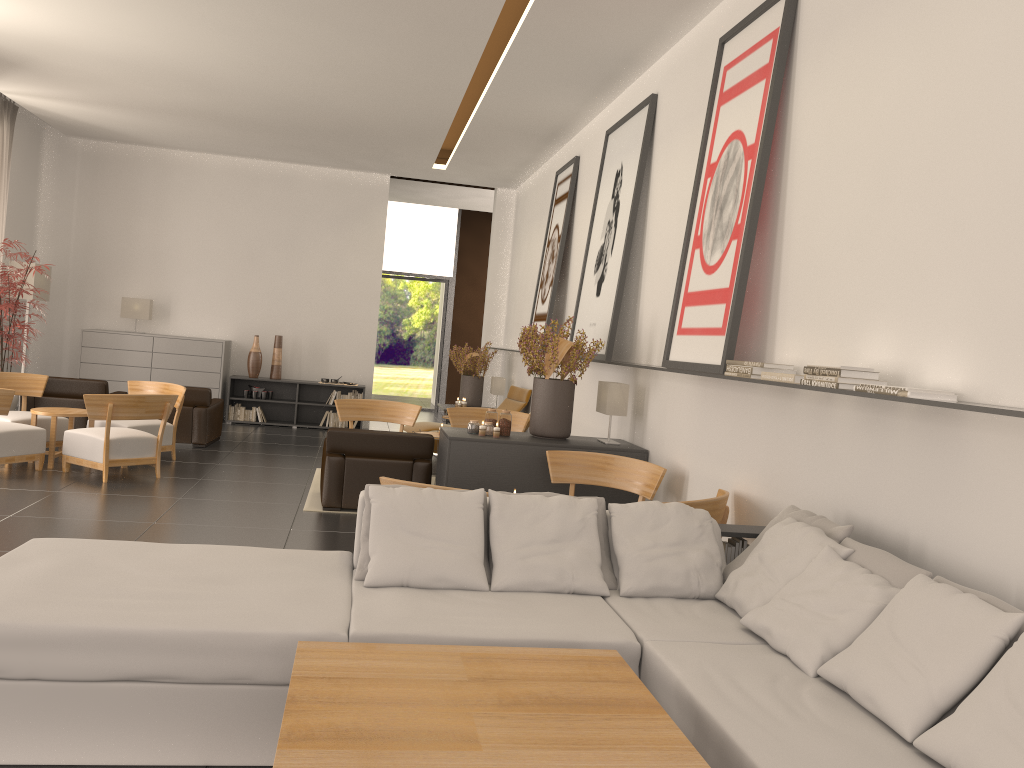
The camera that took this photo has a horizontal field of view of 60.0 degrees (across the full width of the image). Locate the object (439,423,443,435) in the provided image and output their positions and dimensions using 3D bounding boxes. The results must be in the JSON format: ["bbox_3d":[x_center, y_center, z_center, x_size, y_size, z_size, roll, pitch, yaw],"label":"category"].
[{"bbox_3d":[-1.078,0.693,13.604,0.076,0.187,0.076,6,2,29],"label":"object"}]

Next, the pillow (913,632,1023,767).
[{"bbox_3d":[2.091,1.321,3.470,0.585,0.598,0.802,5,2,-10],"label":"pillow"}]

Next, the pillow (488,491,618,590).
[{"bbox_3d":[0.274,1.090,6.191,0.918,0.591,0.558,5,2,-10],"label":"pillow"}]

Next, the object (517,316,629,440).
[{"bbox_3d":[0.742,-0.082,11.084,1.422,1.553,1.437,5,2,3],"label":"object"}]

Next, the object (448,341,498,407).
[{"bbox_3d":[-0.954,-0.236,20.298,0.928,1.553,1.586,6,2,18],"label":"object"}]

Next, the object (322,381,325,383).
[{"bbox_3d":[-4.456,-0.056,20.922,0.112,0.040,0.034,7,2,35],"label":"object"}]

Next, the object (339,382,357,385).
[{"bbox_3d":[-3.890,-0.009,21.070,0.406,0.034,0.293,7,3,38],"label":"object"}]

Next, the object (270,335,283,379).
[{"bbox_3d":[-5.511,-0.626,20.804,0.262,1.025,0.262,5,2,-6],"label":"object"}]

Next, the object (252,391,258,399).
[{"bbox_3d":[-5.943,0.255,20.491,0.135,0.178,0.136,5,2,-9],"label":"object"}]

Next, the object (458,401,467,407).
[{"bbox_3d":[-1.100,0.465,19.674,0.207,0.187,0.111,4,2,-23],"label":"object"}]

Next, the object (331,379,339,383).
[{"bbox_3d":[-4.232,-0.068,21.170,0.188,0.082,0.188,5,2,4],"label":"object"}]

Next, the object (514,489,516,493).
[{"bbox_3d":[0.023,1.094,8.461,0.080,0.187,0.080,7,2,45],"label":"object"}]

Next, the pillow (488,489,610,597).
[{"bbox_3d":[0.235,1.074,6.045,0.801,0.595,0.596,5,2,-9],"label":"pillow"}]

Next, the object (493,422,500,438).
[{"bbox_3d":[-0.182,0.544,10.565,0.080,0.187,0.080,5,2,0],"label":"object"}]

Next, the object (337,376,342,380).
[{"bbox_3d":[-4.186,-0.117,21.207,0.261,0.151,0.086,3,3,-42],"label":"object"}]

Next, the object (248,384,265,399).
[{"bbox_3d":[-5.966,0.178,20.696,0.413,0.309,0.142,5,2,5],"label":"object"}]

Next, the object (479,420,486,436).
[{"bbox_3d":[-0.353,0.527,10.613,0.076,0.187,0.076,5,2,7],"label":"object"}]

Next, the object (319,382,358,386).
[{"bbox_3d":[-4.104,-0.006,21.000,0.893,0.003,0.672,5,3,-7],"label":"object"}]

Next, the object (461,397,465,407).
[{"bbox_3d":[-1.091,0.426,19.812,0.104,0.254,0.104,6,2,40],"label":"object"}]

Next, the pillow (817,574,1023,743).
[{"bbox_3d":[1.954,1.274,4.273,0.585,0.598,0.802,5,2,-10],"label":"pillow"}]

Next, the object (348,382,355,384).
[{"bbox_3d":[-3.882,-0.033,21.082,0.014,0.015,0.515,3,3,-41],"label":"object"}]

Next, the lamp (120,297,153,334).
[{"bbox_3d":[-8.676,-1.579,20.477,0.619,0.795,0.310,5,2,-10],"label":"lamp"}]

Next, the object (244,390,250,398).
[{"bbox_3d":[-6.152,0.235,20.529,0.135,0.178,0.136,5,2,-9],"label":"object"}]

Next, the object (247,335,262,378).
[{"bbox_3d":[-5.940,-0.634,20.506,0.327,0.992,0.327,5,2,14],"label":"object"}]

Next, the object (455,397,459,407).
[{"bbox_3d":[-1.207,0.418,19.766,0.108,0.254,0.108,7,2,45],"label":"object"}]

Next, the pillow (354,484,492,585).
[{"bbox_3d":[-0.587,1.022,6.044,0.918,0.577,0.549,5,2,-10],"label":"pillow"}]

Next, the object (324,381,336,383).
[{"bbox_3d":[-4.281,-0.049,20.908,0.292,0.058,0.086,4,2,-23],"label":"object"}]

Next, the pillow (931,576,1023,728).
[{"bbox_3d":[2.091,1.304,4.297,0.549,0.581,0.919,5,2,-10],"label":"pillow"}]

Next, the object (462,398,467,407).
[{"bbox_3d":[-1.052,0.435,19.694,0.104,0.254,0.104,6,2,40],"label":"object"}]

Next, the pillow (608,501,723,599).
[{"bbox_3d":[1.082,1.148,6.201,0.797,0.580,0.626,5,2,-9],"label":"pillow"}]

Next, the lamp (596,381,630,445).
[{"bbox_3d":[1.241,0.361,11.098,0.257,0.757,0.515,5,2,-10],"label":"lamp"}]

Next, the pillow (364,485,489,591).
[{"bbox_3d":[-0.564,1.009,5.905,0.801,0.598,0.585,5,2,-10],"label":"pillow"}]

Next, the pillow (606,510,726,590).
[{"bbox_3d":[1.127,1.197,6.360,0.918,0.510,0.616,5,2,-8],"label":"pillow"}]

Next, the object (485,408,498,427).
[{"bbox_3d":[-0.257,0.452,10.930,0.157,0.325,0.158,4,2,-18],"label":"object"}]

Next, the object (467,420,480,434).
[{"bbox_3d":[-0.467,0.523,10.814,0.157,0.158,0.158,4,2,-37],"label":"object"}]

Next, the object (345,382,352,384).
[{"bbox_3d":[-3.912,-0.033,21.037,0.014,0.015,0.515,4,3,-33],"label":"object"}]

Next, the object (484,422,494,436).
[{"bbox_3d":[-0.292,0.542,10.731,0.157,0.158,0.158,4,2,-37],"label":"object"}]

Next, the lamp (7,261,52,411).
[{"bbox_3d":[-10.318,-0.963,18.813,0.907,3.177,1.001,5,2,-10],"label":"lamp"}]

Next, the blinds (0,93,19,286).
[{"bbox_3d":[-10.268,-2.526,17.344,0.417,6.429,1.551,5,2,-14],"label":"blinds"}]

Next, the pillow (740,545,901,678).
[{"bbox_3d":[1.772,1.270,5.051,0.590,0.562,0.804,4,2,-15],"label":"pillow"}]

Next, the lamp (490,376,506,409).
[{"bbox_3d":[-0.336,0.225,20.184,0.257,0.756,0.515,5,2,-10],"label":"lamp"}]

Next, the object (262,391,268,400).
[{"bbox_3d":[-5.744,0.269,20.554,0.135,0.178,0.135,4,2,-39],"label":"object"}]

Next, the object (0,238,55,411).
[{"bbox_3d":[-8.597,-0.742,14.843,1.489,3.396,1.772,4,2,-25],"label":"object"}]

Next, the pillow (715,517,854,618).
[{"bbox_3d":[1.708,1.207,5.713,0.586,0.596,0.819,5,2,-9],"label":"pillow"}]

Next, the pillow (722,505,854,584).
[{"bbox_3d":[1.820,1.181,6.027,0.643,0.657,0.884,5,2,-10],"label":"pillow"}]

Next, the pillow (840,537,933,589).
[{"bbox_3d":[1.940,1.251,5.180,0.549,0.581,0.919,5,2,-10],"label":"pillow"}]

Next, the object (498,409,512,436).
[{"bbox_3d":[-0.082,0.471,10.848,0.158,0.325,0.157,6,2,27],"label":"object"}]

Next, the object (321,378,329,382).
[{"bbox_3d":[-4.453,-0.086,21.136,0.188,0.082,0.188,7,3,41],"label":"object"}]

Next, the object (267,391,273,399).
[{"bbox_3d":[-5.670,0.266,20.775,0.135,0.178,0.136,5,2,-4],"label":"object"}]

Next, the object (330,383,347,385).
[{"bbox_3d":[-4.136,-0.009,20.804,0.514,0.015,0.014,4,2,-12],"label":"object"}]
